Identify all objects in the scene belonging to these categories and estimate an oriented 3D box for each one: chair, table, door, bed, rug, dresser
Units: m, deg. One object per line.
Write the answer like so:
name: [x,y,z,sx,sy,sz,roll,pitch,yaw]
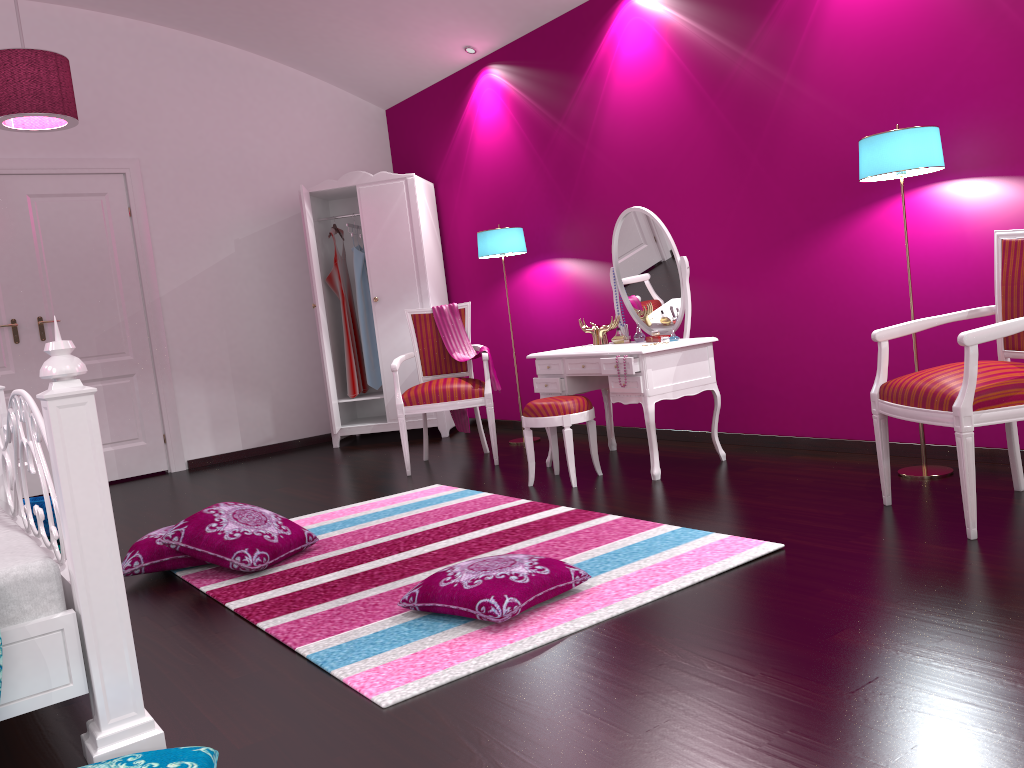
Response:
chair: [-0.378,0.006,4.999,0.528,0.901,0.511,-7,5,0]
table: [0.548,0.107,4.374,0.526,0.592,0.856,-10,6,-35]
door: [-3.025,-0.302,5.560,1.405,2.001,0.098,-10,6,-35]
chair: [1.492,-0.033,2.836,0.511,0.901,0.528,-7,5,-5]
bed: [-2.197,0.373,1.806,2.317,1.143,2.167,-10,6,-35]
rug: [-0.328,0.604,3.194,1.400,0.018,2.100,-10,6,-35]
dresser: [-0.957,-0.533,6.254,0.842,1.893,0.875,-6,5,10]
chair: [0.231,0.262,4.172,0.337,0.390,0.337,-11,6,-38]

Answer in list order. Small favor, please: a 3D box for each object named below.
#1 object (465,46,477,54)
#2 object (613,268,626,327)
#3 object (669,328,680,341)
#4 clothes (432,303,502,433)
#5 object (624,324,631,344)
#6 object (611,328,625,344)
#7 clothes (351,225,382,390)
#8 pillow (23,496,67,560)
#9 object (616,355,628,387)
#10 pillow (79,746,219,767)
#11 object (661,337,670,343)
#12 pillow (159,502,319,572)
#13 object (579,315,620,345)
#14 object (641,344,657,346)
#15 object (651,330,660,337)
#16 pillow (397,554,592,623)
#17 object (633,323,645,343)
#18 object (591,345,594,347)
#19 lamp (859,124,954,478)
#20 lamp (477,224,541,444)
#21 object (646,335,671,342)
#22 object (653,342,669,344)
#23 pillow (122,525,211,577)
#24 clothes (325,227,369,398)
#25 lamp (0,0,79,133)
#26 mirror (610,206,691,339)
object: [-0.269,-2.196,5.807,0.085,0.058,0.080,-10,6,-35]
object: [0.564,-0.461,4.664,0.044,0.320,0.022,-10,6,-35]
object: [0.763,-0.233,4.199,0.059,0.060,0.082,-6,5,11]
clothes: [-0.241,-0.084,5.060,0.162,0.777,0.601,-10,6,-31]
object: [0.580,-0.254,4.478,0.030,0.096,0.030,-4,5,26]
object: [0.549,-0.248,4.537,0.098,0.081,0.045,-4,6,32]
clothes: [-1.036,-0.556,6.433,0.180,1.199,0.191,-8,5,-11]
pillow: [-1.754,0.587,3.351,0.402,0.357,0.264,-6,5,5]
object: [0.497,-0.057,3.955,0.032,0.143,0.063,-10,6,-35]
pillow: [-0.712,0.754,1.530,0.401,0.101,0.417,-8,5,-19]
object: [0.717,-0.207,4.149,0.040,0.026,0.040,-10,6,-35]
pillow: [-1.005,0.558,3.296,0.391,0.224,0.425,-5,5,23]
object: [0.466,-0.282,4.675,0.248,0.145,0.085,-2,7,42]
object: [0.633,-0.180,4.088,0.073,0.003,0.073,-9,5,-24]
object: [0.699,-0.246,4.318,0.040,0.026,0.040,-10,6,-35]
pillow: [-0.052,0.566,2.530,0.419,0.107,0.401,-3,6,40]
object: [0.636,-0.256,4.440,0.059,0.094,0.059,-6,5,4]
object: [0.416,-0.196,4.577,0.020,0.005,0.021,-9,5,-21]
lamp: [1.547,-0.318,3.433,0.303,1.352,0.303,-9,5,-25]
lamp: [0.001,-0.310,5.500,0.303,1.352,0.303,-6,5,10]
object: [0.712,-0.220,4.301,0.075,0.027,0.122,-9,5,-20]
object: [0.685,-0.187,4.074,0.073,0.006,0.073,-5,5,17]
pillow: [-1.266,0.620,3.445,0.429,0.142,0.400,-8,5,-11]
clothes: [-1.229,-0.521,6.442,0.173,1.237,0.315,-6,5,12]
lamp: [-1.768,-1.805,3.385,0.377,1.129,2.377,-10,6,-35]
mirror: [0.694,-0.480,4.478,0.138,0.829,0.544,-10,6,-35]
